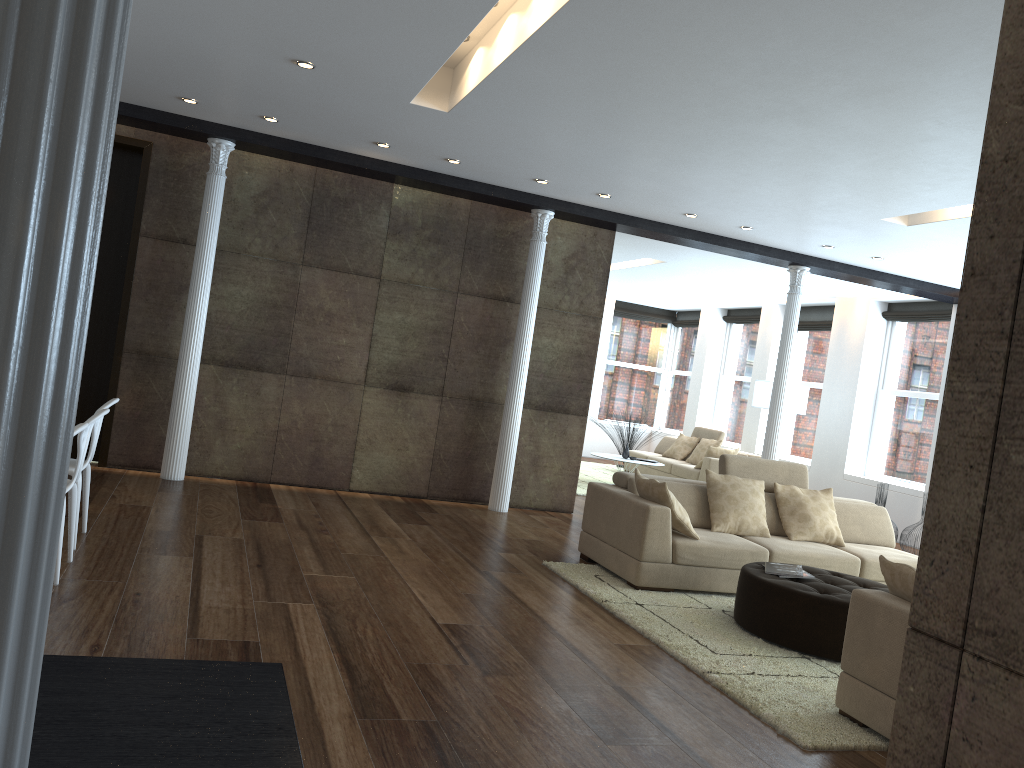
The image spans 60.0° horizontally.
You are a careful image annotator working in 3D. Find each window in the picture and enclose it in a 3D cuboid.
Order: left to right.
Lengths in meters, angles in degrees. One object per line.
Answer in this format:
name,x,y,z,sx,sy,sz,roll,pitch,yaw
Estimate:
window,2.331,-0.317,17.018,1.474,2.400,0.123,8,1,-19
window,3.866,-0.063,14.815,0.123,2.400,1.444,8,1,-19
window,6.998,0.928,24.359,34.761,17.917,13.698,8,1,-19
window,4.439,0.040,13.117,0.123,2.400,1.345,8,1,-19
window,5.100,0.159,11.161,0.123,2.400,1.391,8,1,-19

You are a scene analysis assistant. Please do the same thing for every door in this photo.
door,-3.814,-0.754,7.657,1.000,2.814,0.510,8,1,-19

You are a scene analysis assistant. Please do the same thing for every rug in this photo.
rug,1.490,1.405,13.092,2.972,0.020,4.231,8,1,-19
rug,2.675,1.658,5.627,4.231,0.020,2.972,8,1,-19

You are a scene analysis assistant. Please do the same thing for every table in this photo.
table,1.540,1.215,12.088,1.022,0.393,1.022,9,1,25

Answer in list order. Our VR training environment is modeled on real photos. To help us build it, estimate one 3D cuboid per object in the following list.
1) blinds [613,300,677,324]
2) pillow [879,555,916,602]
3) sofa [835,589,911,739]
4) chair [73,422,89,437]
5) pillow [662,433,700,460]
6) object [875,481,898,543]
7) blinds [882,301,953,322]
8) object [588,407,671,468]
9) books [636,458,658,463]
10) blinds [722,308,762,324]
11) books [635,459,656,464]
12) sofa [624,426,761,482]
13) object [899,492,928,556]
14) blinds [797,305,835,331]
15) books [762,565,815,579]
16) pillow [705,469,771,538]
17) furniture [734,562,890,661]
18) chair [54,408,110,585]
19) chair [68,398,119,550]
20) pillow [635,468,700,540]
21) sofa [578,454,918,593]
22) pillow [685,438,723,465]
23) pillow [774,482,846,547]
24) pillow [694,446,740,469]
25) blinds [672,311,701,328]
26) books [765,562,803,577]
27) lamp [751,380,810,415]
blinds,2.502,-1.358,16.921,1.442,0.312,0.155,8,1,-19
pillow,1.858,0.974,3.821,0.395,0.393,0.518,8,1,-22
sofa,2.863,1.234,3.939,2.581,0.950,1.021,8,1,-19
chair,-2.115,0.540,3.635,0.581,0.835,0.495,8,1,-19
pillow,2.648,0.983,13.828,0.368,0.416,0.519,8,1,-23
object,4.116,1.449,9.949,0.458,0.781,0.458,8,1,-20
blinds,5.201,-0.912,11.131,0.156,0.275,1.396,8,1,-19
object,1.980,0.938,15.124,1.119,1.014,1.125,8,1,-33
books,1.841,1.046,12.186,0.300,0.010,0.220,9,1,-4
blinds,3.969,-1.134,14.782,0.156,0.275,1.442,8,1,-19
books,1.833,1.055,12.162,0.300,0.010,0.220,9,1,16
sofa,2.750,1.122,13.479,1.018,0.950,2.581,8,1,-19
object,4.468,1.505,9.578,0.458,0.781,0.458,8,1,-20
blinds,4.532,-0.972,13.087,0.156,0.393,1.342,8,1,-19
books,1.681,1.142,5.404,0.219,0.031,0.300,9,1,-4
pillow,1.699,0.900,6.656,0.534,0.439,0.301,8,1,-15
furniture,1.885,1.354,5.318,1.057,0.355,1.057,8,1,-17
chair,-2.342,0.499,4.335,0.581,0.835,0.495,8,1,-19
chair,-2.582,0.456,4.987,0.581,0.835,0.495,8,1,-19
pillow,1.060,0.830,6.184,0.395,0.393,0.518,8,1,-15
sofa,1.922,1.064,6.726,2.581,0.950,1.021,8,1,-19
pillow,2.861,1.010,13.241,0.301,0.439,0.534,8,1,-22
pillow,2.286,0.997,6.846,0.519,0.416,0.368,8,1,-14
pillow,2.878,1.042,12.445,0.518,0.393,0.395,8,1,-22
blinds,3.385,-1.213,16.500,0.156,0.327,1.377,8,1,-19
books,1.657,1.131,5.411,0.220,0.040,0.301,9,1,16
lamp,3.460,0.848,11.778,0.698,1.728,0.698,9,1,5
